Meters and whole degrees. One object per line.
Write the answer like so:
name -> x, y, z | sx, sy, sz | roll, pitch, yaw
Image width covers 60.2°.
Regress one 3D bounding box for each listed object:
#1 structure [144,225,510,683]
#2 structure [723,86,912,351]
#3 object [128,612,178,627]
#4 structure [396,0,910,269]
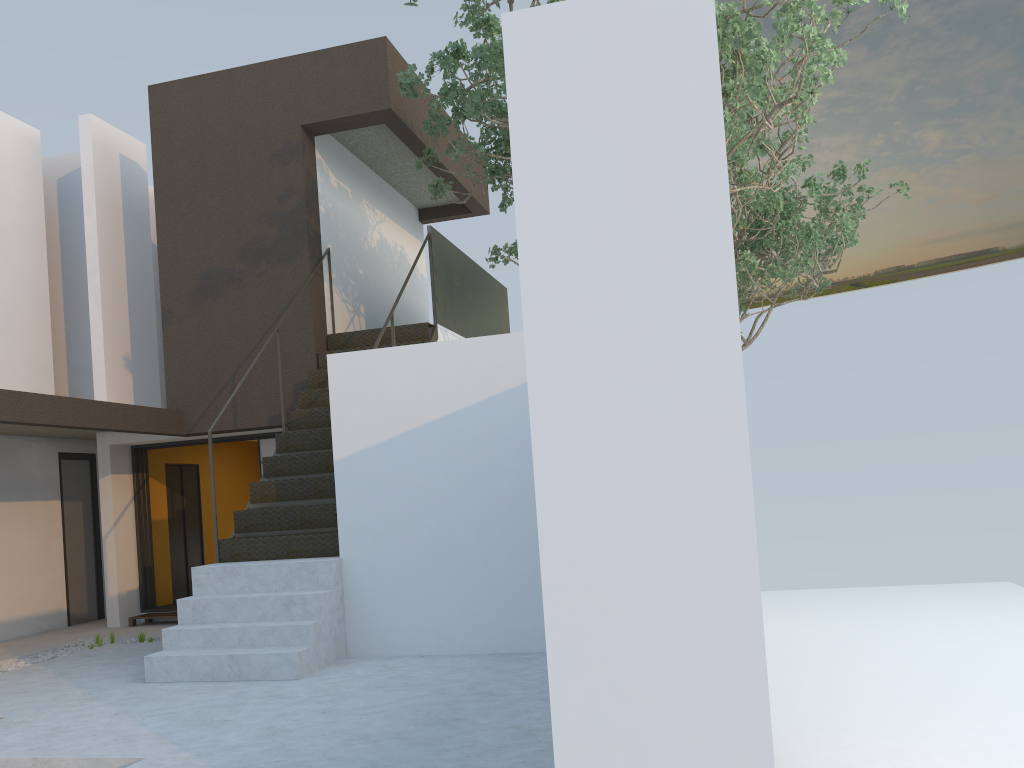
structure -> -1.290, 0.362, 9.135 | 1.160, 3.930, 6.574 | -5, -6, 14
structure -> 3.350, -1.581, 14.257 | 5.505, 4.686, 7.347 | -4, -5, -6
object -> -3.872, 2.626, 9.876 | 0.704, 0.100, 0.351 | -6, -7, 14
structure -> 1.176, -2.073, 8.010 | 4.331, 3.687, 5.781 | -4, -5, -6
